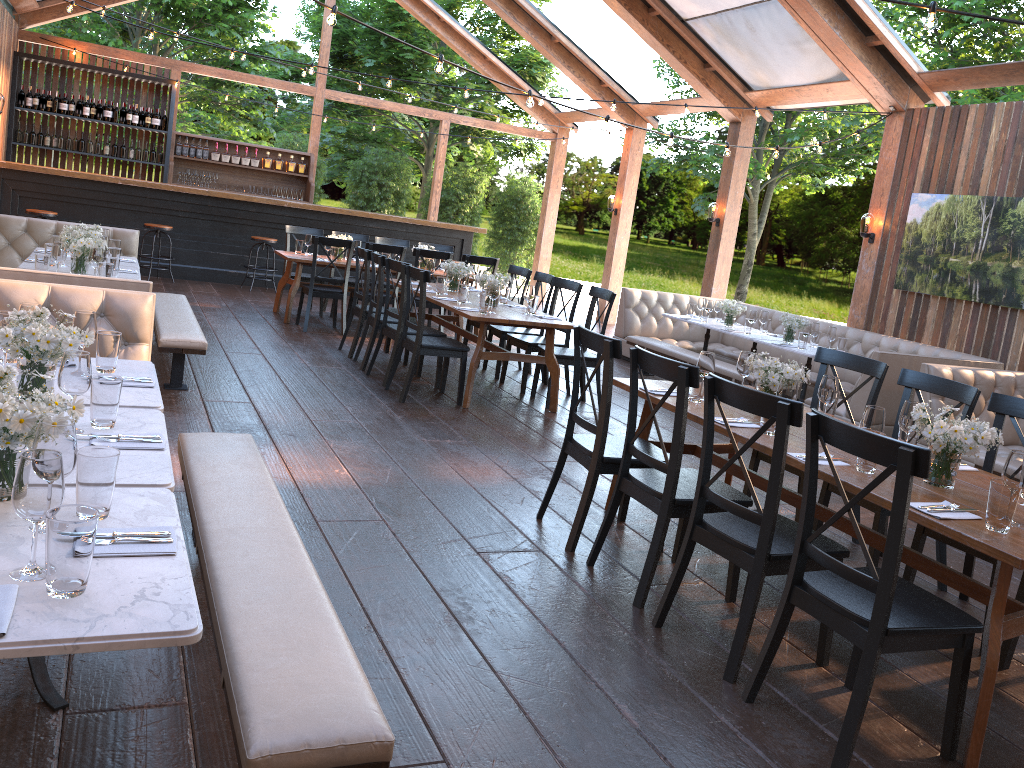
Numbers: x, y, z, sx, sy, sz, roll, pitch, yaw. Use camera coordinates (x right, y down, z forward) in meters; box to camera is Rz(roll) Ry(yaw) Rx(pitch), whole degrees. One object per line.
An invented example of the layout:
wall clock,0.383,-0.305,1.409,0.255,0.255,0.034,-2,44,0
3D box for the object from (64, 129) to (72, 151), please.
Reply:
object,-6.656,-3.665,13.279,0.094,0.306,0.095,4,8,-29

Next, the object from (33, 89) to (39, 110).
object,-6.979,-4.173,12.979,0.077,0.304,0.078,7,7,-8

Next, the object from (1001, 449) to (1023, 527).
object,1.681,0.347,2.957,0.092,0.242,0.093,1,10,-44

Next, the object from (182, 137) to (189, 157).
object,-5.218,-3.796,14.162,0.094,0.316,0.095,7,7,-10

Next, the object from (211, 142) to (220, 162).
object,-4.809,-3.770,14.364,0.138,0.308,0.139,6,8,-20

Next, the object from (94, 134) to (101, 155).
object,-6.281,-3.637,13.425,0.094,0.306,0.095,5,8,-25

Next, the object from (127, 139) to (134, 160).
object,-5.863,-3.611,13.612,0.094,0.306,0.094,12,8,29

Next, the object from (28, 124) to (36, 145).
object,-7.072,-3.684,13.054,0.095,0.306,0.094,13,8,30

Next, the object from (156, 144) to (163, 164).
object,-5.486,-3.591,13.797,0.094,0.306,0.095,9,7,1

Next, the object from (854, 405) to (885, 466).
object,1.410,0.210,3.484,0.092,0.242,0.093,5,8,-27

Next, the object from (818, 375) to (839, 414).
object,1.504,0.083,4.230,0.092,0.242,0.093,5,8,-22

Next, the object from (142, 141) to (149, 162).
object,-5.665,-3.597,13.690,0.094,0.306,0.095,4,8,-29

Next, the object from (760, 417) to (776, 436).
object,1.131,0.140,3.864,0.092,0.157,0.092,13,9,31

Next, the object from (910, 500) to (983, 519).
object,1.476,0.423,3.000,0.254,0.019,0.159,4,11,-24

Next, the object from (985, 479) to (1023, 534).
object,1.576,0.395,2.850,0.092,0.157,0.092,9,8,1

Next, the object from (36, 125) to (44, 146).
object,-6.997,-3.687,13.129,0.094,0.306,0.095,9,7,2

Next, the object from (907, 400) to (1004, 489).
object,1.664,0.236,3.357,0.335,0.307,0.333,3,10,-29

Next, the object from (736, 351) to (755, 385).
object,1.246,-0.053,4.754,0.092,0.242,0.093,5,8,-22

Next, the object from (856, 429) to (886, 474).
object,1.369,0.260,3.392,0.092,0.157,0.092,9,8,1

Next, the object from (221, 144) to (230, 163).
object,-4.665,-3.760,14.425,0.138,0.308,0.139,5,8,-25

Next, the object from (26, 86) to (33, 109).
object,-7.067,-4.197,12.968,0.087,0.332,0.088,1,10,-44

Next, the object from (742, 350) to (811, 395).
object,1.273,0.000,4.315,0.330,0.307,0.338,10,9,12

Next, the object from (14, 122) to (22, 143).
object,-7.263,-3.706,13.024,0.094,0.306,0.095,3,9,-38

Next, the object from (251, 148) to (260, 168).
object,-4.244,-3.736,14.628,0.138,0.308,0.139,6,8,-20

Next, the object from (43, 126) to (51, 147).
object,-6.910,-3.681,13.166,0.094,0.306,0.095,5,8,-27

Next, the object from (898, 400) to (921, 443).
object,1.690,0.196,3.772,0.092,0.242,0.093,5,8,-27

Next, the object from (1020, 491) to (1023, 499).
object,1.978,0.360,3.355,0.091,0.157,0.092,7,8,-9

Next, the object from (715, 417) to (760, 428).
object,1.026,0.169,4.008,0.254,0.019,0.159,4,11,-24

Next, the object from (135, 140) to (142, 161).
object,-5.770,-3.609,13.672,0.094,0.306,0.095,8,7,-4

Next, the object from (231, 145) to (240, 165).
object,-4.518,-3.750,14.487,0.138,0.308,0.139,6,8,-20

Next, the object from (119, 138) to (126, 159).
object,-5.951,-3.611,13.544,0.095,0.306,0.094,13,8,30

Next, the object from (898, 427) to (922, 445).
object,1.742,0.226,3.887,0.091,0.157,0.093,6,8,-18

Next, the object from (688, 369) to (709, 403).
object,0.921,0.010,4.395,0.092,0.157,0.092,10,8,11

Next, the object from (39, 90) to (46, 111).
object,-6.890,-4.165,12.996,0.078,0.307,0.077,15,10,43

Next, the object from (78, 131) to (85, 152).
object,-6.468,-3.643,13.308,0.094,0.306,0.095,5,8,-24

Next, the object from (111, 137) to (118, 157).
object,-6.070,-3.626,13.529,0.094,0.306,0.095,9,7,2

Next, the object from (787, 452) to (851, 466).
object,1.234,0.294,3.521,0.254,0.019,0.159,4,11,-24

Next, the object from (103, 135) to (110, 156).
object,-6.165,-3.627,13.459,0.094,0.306,0.095,5,8,-27

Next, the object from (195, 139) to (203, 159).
object,-5.033,-3.784,14.243,0.094,0.316,0.095,4,8,-30

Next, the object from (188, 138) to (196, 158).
object,-5.138,-3.798,14.232,0.094,0.316,0.095,4,8,-30

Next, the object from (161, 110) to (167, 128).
object,-5.423,-4.109,13.805,0.082,0.321,0.081,15,10,43

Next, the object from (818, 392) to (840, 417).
object,1.558,0.109,4.366,0.092,0.157,0.092,9,8,1

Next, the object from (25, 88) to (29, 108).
object,-7.144,-4.217,13.072,0.078,0.310,0.079,4,8,-30

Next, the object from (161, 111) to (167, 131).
object,-5.385,-4.074,13.705,0.075,0.300,0.076,7,7,-8

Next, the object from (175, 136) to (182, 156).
object,-5.323,-3.808,14.144,0.094,0.316,0.095,5,8,-25

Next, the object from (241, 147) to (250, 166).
object,-4.379,-3.740,14.543,0.138,0.308,0.139,4,9,-30

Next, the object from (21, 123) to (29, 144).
object,-7.151,-3.687,13.009,0.094,0.306,0.095,6,8,-20

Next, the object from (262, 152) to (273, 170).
object,-4.067,-3.712,14.700,0.176,0.286,0.110,4,9,-30

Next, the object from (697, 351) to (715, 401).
object,0.972,-0.041,4.477,0.092,0.242,0.093,8,7,0

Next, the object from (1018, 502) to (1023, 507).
object,1.918,0.330,3.233,0.093,0.242,0.092,11,8,23

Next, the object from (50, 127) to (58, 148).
object,-6.837,-3.680,13.217,0.094,0.306,0.094,12,8,29

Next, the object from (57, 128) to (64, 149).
object,-6.729,-3.661,13.202,0.094,0.306,0.095,8,7,-4

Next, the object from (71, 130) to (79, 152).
object,-6.563,-3.657,13.307,0.094,0.306,0.095,9,7,1

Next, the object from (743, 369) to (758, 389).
object,1.313,-0.025,4.888,0.092,0.157,0.092,10,8,11

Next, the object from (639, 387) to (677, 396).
object,0.794,0.036,4.538,0.254,0.019,0.159,4,11,-24

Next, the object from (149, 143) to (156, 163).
object,-5.565,-3.588,13.722,0.094,0.306,0.095,5,8,-24

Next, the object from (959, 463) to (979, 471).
object,1.832,0.335,3.753,0.254,0.019,0.159,4,11,-24

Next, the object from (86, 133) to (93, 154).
object,-6.365,-3.633,13.336,0.094,0.306,0.095,2,10,-43

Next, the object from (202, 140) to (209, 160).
object,-4.944,-3.783,14.302,0.094,0.316,0.095,7,7,-15

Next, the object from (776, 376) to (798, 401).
object,1.228,0.089,3.975,0.092,0.242,0.093,11,8,17
